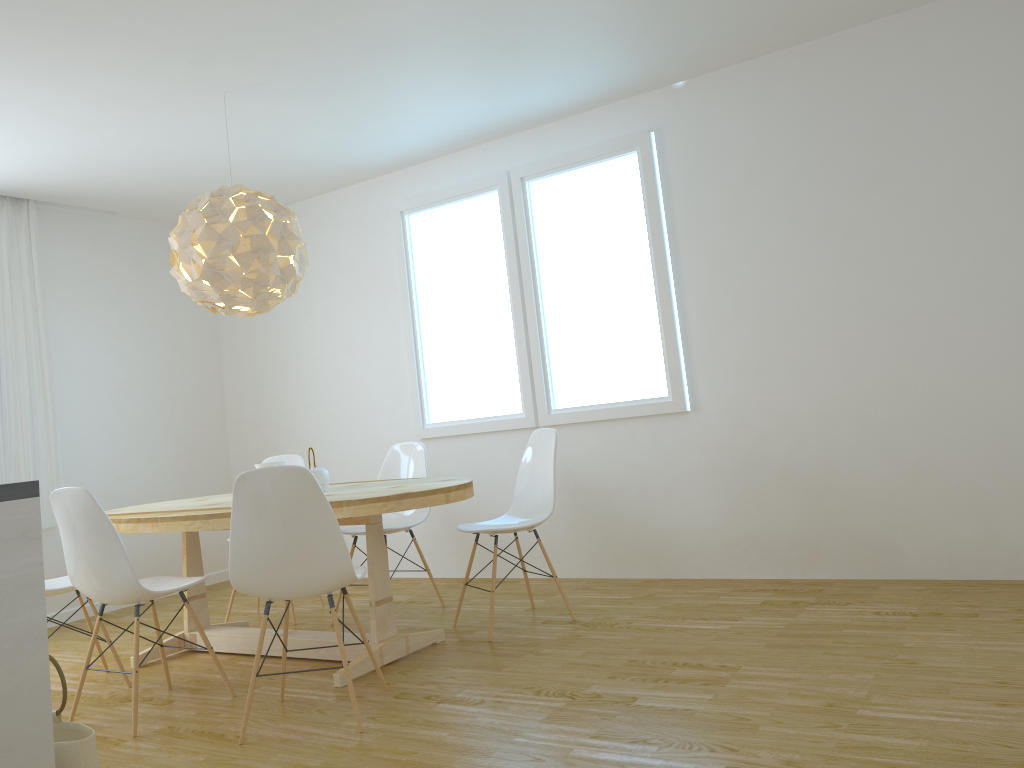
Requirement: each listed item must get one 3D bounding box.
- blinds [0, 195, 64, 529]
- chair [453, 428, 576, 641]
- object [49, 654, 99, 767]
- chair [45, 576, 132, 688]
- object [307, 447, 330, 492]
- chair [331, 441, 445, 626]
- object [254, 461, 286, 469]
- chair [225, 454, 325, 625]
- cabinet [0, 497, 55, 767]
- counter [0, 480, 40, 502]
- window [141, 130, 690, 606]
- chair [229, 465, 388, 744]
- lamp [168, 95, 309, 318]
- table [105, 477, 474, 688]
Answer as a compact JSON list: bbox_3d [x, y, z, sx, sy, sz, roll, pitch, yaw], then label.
[{"bbox_3d":[-3.133,-0.168,5.380,0.149,2.173,0.794,-10,-6,33],"label":"blinds"},{"bbox_3d":[-0.013,0.690,4.271,0.524,0.907,0.427,-4,-6,-27],"label":"chair"},{"bbox_3d":[-1.141,0.968,2.748,0.470,0.504,1.186,-7,-3,10],"label":"object"},{"bbox_3d":[-2.028,0.902,3.883,0.524,0.907,0.427,-3,-6,-37],"label":"chair"},{"bbox_3d":[-0.943,0.404,4.140,0.146,0.213,0.177,-9,-5,32],"label":"object"},{"bbox_3d":[-0.685,0.784,4.779,0.428,0.907,0.523,-10,-6,32],"label":"chair"},{"bbox_3d":[-1.176,0.425,4.317,0.152,0.087,0.151,-5,-3,-29],"label":"object"},{"bbox_3d":[-1.379,0.874,5.077,0.429,0.907,0.521,-7,-5,7],"label":"chair"},{"bbox_3d":[-2.261,0.871,2.492,2.389,0.915,0.600,-8,-5,32],"label":"cabinet"},{"bbox_3d":[-2.314,0.399,2.539,2.389,0.040,0.600,-8,-3,32],"label":"counter"},{"bbox_3d":[-0.551,-0.256,4.340,1.871,2.065,2.548,-9,-4,32],"label":"window"},{"bbox_3d":[-0.739,0.730,3.158,0.430,0.907,0.520,-7,-5,3],"label":"chair"},{"bbox_3d":[-1.329,-0.869,4.276,0.636,1.142,0.646,-9,-6,32],"label":"lamp"},{"bbox_3d":[-1.092,0.894,4.143,2.180,0.729,1.193,-8,-3,31],"label":"table"}]
